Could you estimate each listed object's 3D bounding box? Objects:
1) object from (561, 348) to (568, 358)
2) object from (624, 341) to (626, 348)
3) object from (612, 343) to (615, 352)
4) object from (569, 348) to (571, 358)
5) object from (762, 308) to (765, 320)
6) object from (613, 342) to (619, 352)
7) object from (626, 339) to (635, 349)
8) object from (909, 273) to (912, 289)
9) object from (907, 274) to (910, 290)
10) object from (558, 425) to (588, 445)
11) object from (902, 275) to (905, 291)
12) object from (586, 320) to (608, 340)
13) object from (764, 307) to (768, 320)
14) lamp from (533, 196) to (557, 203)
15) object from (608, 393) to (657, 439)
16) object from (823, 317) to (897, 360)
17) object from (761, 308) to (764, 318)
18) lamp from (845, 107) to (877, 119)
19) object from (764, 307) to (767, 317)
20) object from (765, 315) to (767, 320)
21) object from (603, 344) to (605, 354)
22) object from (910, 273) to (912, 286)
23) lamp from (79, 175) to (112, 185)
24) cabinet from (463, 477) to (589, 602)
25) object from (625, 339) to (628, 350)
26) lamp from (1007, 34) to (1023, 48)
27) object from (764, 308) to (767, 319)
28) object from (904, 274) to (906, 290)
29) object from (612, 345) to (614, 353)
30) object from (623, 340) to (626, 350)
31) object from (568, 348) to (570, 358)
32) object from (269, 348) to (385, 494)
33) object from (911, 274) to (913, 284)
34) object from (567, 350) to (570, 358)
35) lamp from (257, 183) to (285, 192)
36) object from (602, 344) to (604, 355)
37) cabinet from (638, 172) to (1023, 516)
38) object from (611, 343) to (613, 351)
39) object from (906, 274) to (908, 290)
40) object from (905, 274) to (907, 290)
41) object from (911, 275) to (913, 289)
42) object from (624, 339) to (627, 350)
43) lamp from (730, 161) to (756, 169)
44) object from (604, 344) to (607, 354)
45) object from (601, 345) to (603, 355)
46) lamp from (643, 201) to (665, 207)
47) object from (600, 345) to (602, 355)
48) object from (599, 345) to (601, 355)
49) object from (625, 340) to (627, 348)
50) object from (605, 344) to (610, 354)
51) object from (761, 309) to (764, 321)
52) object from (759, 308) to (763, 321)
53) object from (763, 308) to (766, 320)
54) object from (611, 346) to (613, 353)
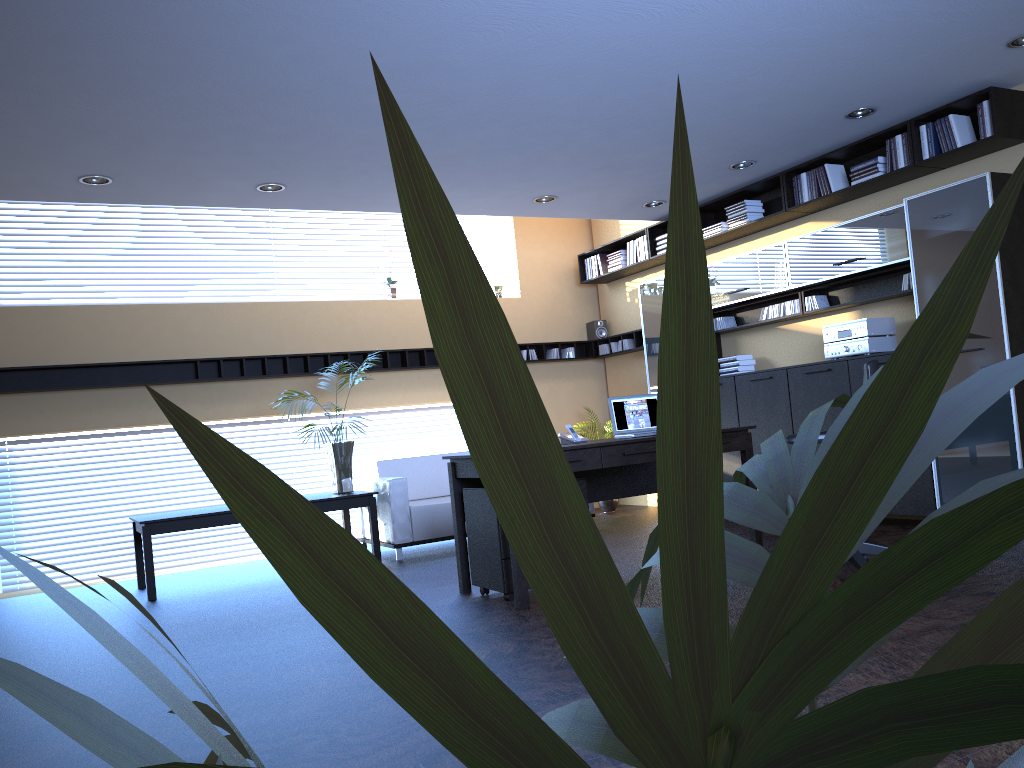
[{"bbox_3d":[0.614,-0.355,10.386,0.040,0.118,0.142,-5,-2,-29],"label":"object"},{"bbox_3d":[1.332,-0.446,9.998,0.142,0.120,0.030,-4,-2,-28],"label":"object"},{"bbox_3d":[1.223,-0.425,10.203,0.142,0.120,0.030,-4,-2,-28],"label":"object"},{"bbox_3d":[0.644,-0.358,10.402,0.009,0.120,0.142,-5,-2,-28],"label":"object"},{"bbox_3d":[2.348,-0.639,8.087,0.142,0.112,0.059,-4,-2,-28],"label":"object"},{"bbox_3d":[1.230,-0.425,10.190,0.142,0.118,0.040,-4,-2,-28],"label":"object"},{"bbox_3d":[1.354,-0.449,9.957,0.142,0.118,0.040,-4,-2,-28],"label":"object"},{"bbox_3d":[3.071,-0.782,6.726,0.142,0.120,0.009,-4,-2,-28],"label":"object"},{"bbox_3d":[3.062,-0.780,6.745,0.142,0.120,0.030,-4,-2,-28],"label":"object"},{"bbox_3d":[0.398,0.328,5.831,0.130,0.126,0.146,-4,-3,-43],"label":"object"},{"bbox_3d":[3.042,-0.774,6.786,0.142,0.118,0.040,-4,-2,-28],"label":"object"},{"bbox_3d":[1.017,-0.632,10.571,0.158,0.229,0.254,-5,-2,-18],"label":"object"},{"bbox_3d":[2.361,-0.641,8.060,0.140,0.110,0.055,-4,-2,-28],"label":"object"},{"bbox_3d":[0.288,-1.679,7.860,0.209,0.096,0.208,-8,-4,44],"label":"lamp"},{"bbox_3d":[0.900,0.206,5.965,0.390,0.282,0.323,-5,-2,-18],"label":"object"},{"bbox_3d":[2.757,-0.356,7.049,0.362,0.281,0.431,-4,-3,-28],"label":"object"},{"bbox_3d":[2.344,-0.637,8.108,0.142,0.112,0.059,-4,-2,-28],"label":"object"},{"bbox_3d":[2.478,-1.972,6.306,0.208,0.096,0.209,-4,-3,-34],"label":"lamp"},{"bbox_3d":[2.359,-0.641,8.071,0.142,0.112,0.059,-4,-2,-28],"label":"object"},{"bbox_3d":[2.367,-0.642,8.063,0.142,0.112,0.059,-4,-2,-28],"label":"object"},{"bbox_3d":[1.133,-0.408,10.371,0.142,0.120,0.009,-4,-2,-28],"label":"object"},{"bbox_3d":[3.071,-0.782,6.715,0.140,0.118,0.006,-4,-2,-28],"label":"object"},{"bbox_3d":[-2.891,-1.456,6.148,0.209,0.096,0.208,-4,-3,-28],"label":"lamp"},{"bbox_3d":[0.114,0.959,5.563,0.634,0.679,0.501,-4,-2,-28],"label":"cabinet"},{"bbox_3d":[1.347,-0.448,9.970,0.142,0.120,0.030,-4,-2,-28],"label":"object"},{"bbox_3d":[3.043,-2.081,5.244,0.208,0.096,0.209,-5,-3,-10],"label":"lamp"},{"bbox_3d":[2.359,-0.641,8.070,0.140,0.110,0.055,-4,-2,-28],"label":"object"},{"bbox_3d":[3.049,-0.777,6.773,0.142,0.120,0.030,-4,-2,-28],"label":"object"},{"bbox_3d":[1.218,-0.424,10.213,0.142,0.120,0.030,-4,-2,-28],"label":"object"},{"bbox_3d":[1.322,-0.444,10.016,0.142,0.120,0.009,-4,-2,-28],"label":"object"},{"bbox_3d":[0.633,-0.357,10.401,0.006,0.118,0.140,-5,-2,-28],"label":"object"},{"bbox_3d":[-1.650,0.684,8.433,1.039,1.858,1.898,-5,-2,-8],"label":"object"},{"bbox_3d":[3.078,-0.783,6.707,0.142,0.120,0.009,-4,-2,-28],"label":"object"},{"bbox_3d":[0.632,-0.357,10.403,0.009,0.120,0.142,-5,-2,-29],"label":"object"},{"bbox_3d":[-1.831,-1.530,6.718,0.209,0.096,0.208,-7,-3,32],"label":"lamp"},{"bbox_3d":[1.124,-0.406,10.389,0.142,0.120,0.009,-4,-2,-28],"label":"object"},{"bbox_3d":[2.526,-0.039,7.595,0.490,2.397,3.883,-5,-3,-28],"label":"cabinet"},{"bbox_3d":[1.213,-0.423,10.222,0.142,0.120,0.030,-4,-2,-28],"label":"object"},{"bbox_3d":[3.058,-0.779,6.754,0.142,0.120,0.030,-4,-2,-28],"label":"object"},{"bbox_3d":[3.053,-0.778,6.764,0.142,0.120,0.030,-4,-2,-28],"label":"object"},{"bbox_3d":[3.077,-0.783,6.718,0.142,0.120,0.009,-4,-2,-28],"label":"object"},{"bbox_3d":[1.337,-0.447,9.989,0.142,0.120,0.030,-4,-2,-28],"label":"object"},{"bbox_3d":[1.912,-1.863,7.368,0.208,0.096,0.209,-4,-3,-34],"label":"lamp"},{"bbox_3d":[1.143,-0.410,10.353,0.142,0.120,0.009,-4,-2,-28],"label":"object"},{"bbox_3d":[1.114,-0.404,10.407,0.142,0.120,0.009,-4,-2,-28],"label":"object"},{"bbox_3d":[1.347,-1.754,8.430,0.208,0.096,0.209,-5,-3,-10],"label":"lamp"},{"bbox_3d":[1.104,-0.402,10.426,0.142,0.120,0.009,-4,-2,-28],"label":"object"},{"bbox_3d":[1.095,-0.400,10.444,0.142,0.120,0.009,-4,-2,-28],"label":"object"},{"bbox_3d":[1.342,-0.448,9.979,0.142,0.120,0.030,-4,-2,-28],"label":"object"},{"bbox_3d":[1.155,-0.410,10.332,0.142,0.118,0.040,-4,-2,-28],"label":"object"},{"bbox_3d":[2.344,-0.638,8.096,0.142,0.112,0.059,-4,-2,-28],"label":"object"},{"bbox_3d":[2.330,-0.636,8.112,0.142,0.112,0.059,-4,-2,-29],"label":"object"},{"bbox_3d":[2.350,-0.640,8.077,0.140,0.110,0.055,-4,-2,-28],"label":"object"},{"bbox_3d":[1.208,-0.422,10.231,0.142,0.120,0.030,-4,-2,-28],"label":"object"}]
